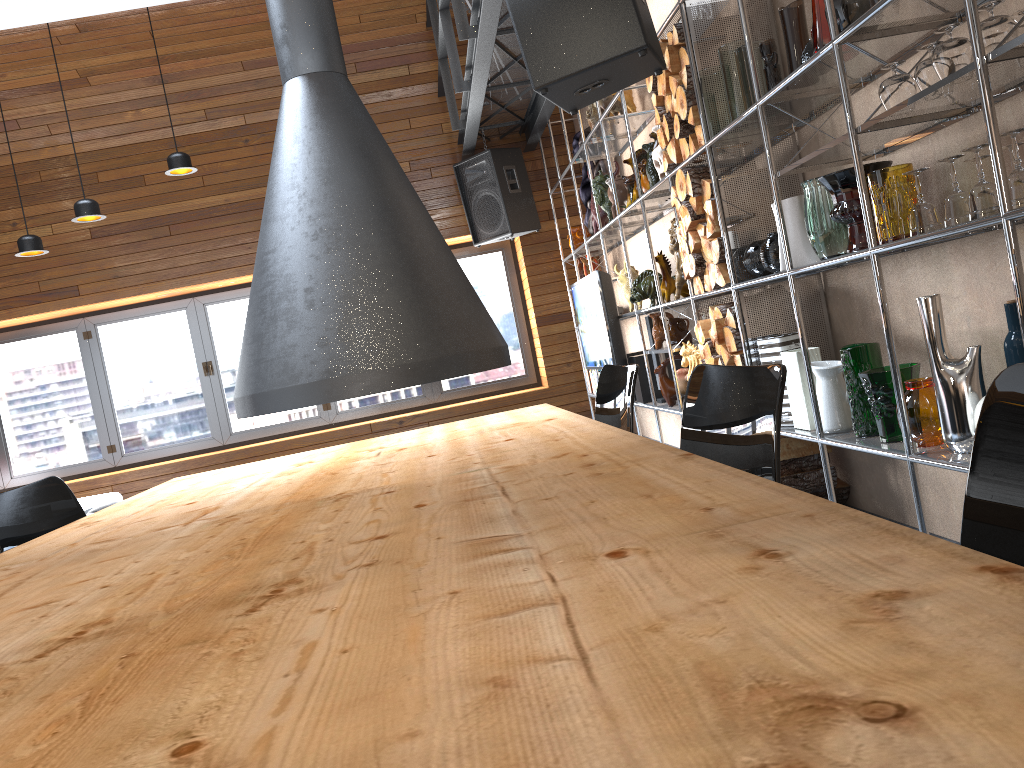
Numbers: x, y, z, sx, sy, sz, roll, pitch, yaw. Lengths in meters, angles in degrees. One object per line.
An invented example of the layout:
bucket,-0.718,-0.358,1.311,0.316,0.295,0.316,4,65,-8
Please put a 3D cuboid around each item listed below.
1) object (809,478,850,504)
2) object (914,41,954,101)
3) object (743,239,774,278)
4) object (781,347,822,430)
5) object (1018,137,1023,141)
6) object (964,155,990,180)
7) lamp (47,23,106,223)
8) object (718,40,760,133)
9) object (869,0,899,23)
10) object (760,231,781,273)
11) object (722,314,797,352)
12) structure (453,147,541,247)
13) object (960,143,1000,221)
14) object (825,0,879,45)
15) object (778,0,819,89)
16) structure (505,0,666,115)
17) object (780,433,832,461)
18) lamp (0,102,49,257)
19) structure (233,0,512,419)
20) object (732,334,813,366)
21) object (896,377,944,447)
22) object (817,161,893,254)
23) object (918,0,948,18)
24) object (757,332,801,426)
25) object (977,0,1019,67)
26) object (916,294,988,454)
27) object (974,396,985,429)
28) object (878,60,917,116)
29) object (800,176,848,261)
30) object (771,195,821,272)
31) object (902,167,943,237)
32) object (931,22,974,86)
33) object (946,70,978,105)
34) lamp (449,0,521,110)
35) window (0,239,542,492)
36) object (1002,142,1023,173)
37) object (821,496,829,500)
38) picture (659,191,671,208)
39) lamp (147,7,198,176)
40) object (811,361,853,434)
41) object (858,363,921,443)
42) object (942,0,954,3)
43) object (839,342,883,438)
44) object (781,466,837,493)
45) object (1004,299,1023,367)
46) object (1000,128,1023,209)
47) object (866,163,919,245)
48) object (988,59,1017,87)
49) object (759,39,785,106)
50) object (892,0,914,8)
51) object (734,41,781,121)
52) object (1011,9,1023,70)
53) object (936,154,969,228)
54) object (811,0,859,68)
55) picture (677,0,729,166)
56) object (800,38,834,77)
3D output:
object,1.206,0.494,3.743,0.428,0.131,0.154,-11,2,-4
object,1.036,-0.767,2.175,0.092,0.124,0.092,-10,2,21
object,0.979,-0.486,3.452,0.150,0.146,0.148,-12,2,-25
object,1.080,0.016,3.252,0.092,0.287,0.148,-11,2,-5
object,1.227,-0.492,2.058,0.081,0.170,0.081,-11,2,-9
object,1.218,-0.499,2.292,0.081,0.170,0.081,-10,2,21
lamp,-2.939,-2.013,5.744,0.210,1.911,0.210,-10,2,33
object,0.869,-1.125,3.360,0.122,0.313,0.122,-10,2,16
object,0.949,-1.033,2.282,0.070,0.184,0.071,-12,2,-29
object,0.993,-0.486,3.277,0.151,0.154,0.151,-11,2,-1
object,1.028,-0.213,3.627,0.299,0.114,0.135,-11,2,-7
structure,-0.101,-1.535,7.277,0.461,0.735,0.488,-9,3,45
object,1.094,-0.467,2.063,0.081,0.170,0.081,-11,2,-9
object,0.952,-1.023,2.460,0.149,0.149,0.148,-9,3,38
object,0.913,-1.090,2.836,0.092,0.268,0.092,-10,2,18
structure,0.245,-1.451,3.316,0.506,0.744,0.460,-10,2,21
object,1.130,0.256,3.629,0.331,0.105,0.105,-11,2,-8
lamp,-3.473,-1.873,6.027,0.210,2.002,0.210,-10,2,33
structure,-0.951,-1.926,3.568,1.197,5.700,1.689,-11,2,-5
object,1.064,-0.119,3.618,0.310,0.121,0.111,-11,2,-6
object,1.166,0.080,2.508,0.145,0.188,0.145,-12,2,-13
object,1.051,-0.521,2.669,0.218,0.244,0.216,-12,2,-15
object,1.096,-1.063,2.327,0.070,0.184,0.071,-12,2,-29
object,1.073,-0.019,3.443,0.140,0.347,0.139,-12,2,-25
object,1.045,-0.759,1.922,0.092,0.124,0.092,-10,2,21
object,1.171,-0.032,2.327,0.129,0.420,0.129,-11,2,-1
object,1.210,0.086,2.130,0.177,0.188,0.177,-10,3,37
object,0.998,-0.764,2.296,0.092,0.124,0.092,-10,2,21
object,1.021,-0.532,2.863,0.144,0.264,0.142,-10,2,25
object,1.013,-0.527,3.090,0.175,0.241,0.165,-10,2,31
object,1.065,-0.470,2.306,0.081,0.170,0.081,-10,2,21
object,1.015,-0.758,2.041,0.092,0.124,0.092,-10,2,21
object,1.162,-0.797,2.305,0.092,0.124,0.092,-10,2,21
lamp,-0.190,-2.586,6.580,0.475,1.002,0.475,-10,2,19
window,-2.708,-0.111,7.922,5.936,1.522,0.101,-11,2,-5
object,1.233,-0.498,2.169,0.081,0.170,0.081,-11,2,-9
object,1.155,0.517,3.638,0.312,0.110,0.103,-11,2,-8
picture,0.890,-1.344,4.927,0.136,0.625,0.544,-11,2,-5
lamp,-2.378,-2.199,5.947,0.210,1.565,0.210,-10,2,33
object,1.121,0.037,3.061,0.171,0.245,0.146,-10,2,25
object,1.157,0.060,2.673,0.157,0.219,0.161,-9,3,42
object,1.092,-1.058,2.220,0.070,0.184,0.071,-12,2,-29
object,1.140,0.016,2.853,0.125,0.295,0.130,-10,2,20
object,1.160,0.414,3.631,0.321,0.109,0.110,-11,2,-4
object,1.311,-0.031,2.242,0.099,0.372,0.099,-9,3,44
object,1.099,-0.462,1.921,0.081,0.170,0.081,-10,2,21
object,1.070,-0.498,2.474,0.120,0.206,0.120,-9,3,43
object,1.175,-0.794,2.153,0.092,0.124,0.092,-10,2,21
object,0.891,-1.067,3.035,0.058,0.215,0.077,-10,2,22
object,0.950,-1.029,2.186,0.070,0.184,0.071,-12,2,-29
object,0.886,-1.092,3.201,0.113,0.253,0.112,-11,2,-4
object,1.186,-0.791,2.028,0.092,0.124,0.092,-10,2,21
object,1.090,-0.470,2.173,0.081,0.170,0.081,-11,2,-9
object,0.932,-1.078,2.606,0.127,0.254,0.126,-9,3,39
picture,0.944,-1.455,4.360,0.090,0.863,0.530,-11,2,-5
object,0.937,-1.010,2.733,0.108,0.109,0.109,-10,2,21
